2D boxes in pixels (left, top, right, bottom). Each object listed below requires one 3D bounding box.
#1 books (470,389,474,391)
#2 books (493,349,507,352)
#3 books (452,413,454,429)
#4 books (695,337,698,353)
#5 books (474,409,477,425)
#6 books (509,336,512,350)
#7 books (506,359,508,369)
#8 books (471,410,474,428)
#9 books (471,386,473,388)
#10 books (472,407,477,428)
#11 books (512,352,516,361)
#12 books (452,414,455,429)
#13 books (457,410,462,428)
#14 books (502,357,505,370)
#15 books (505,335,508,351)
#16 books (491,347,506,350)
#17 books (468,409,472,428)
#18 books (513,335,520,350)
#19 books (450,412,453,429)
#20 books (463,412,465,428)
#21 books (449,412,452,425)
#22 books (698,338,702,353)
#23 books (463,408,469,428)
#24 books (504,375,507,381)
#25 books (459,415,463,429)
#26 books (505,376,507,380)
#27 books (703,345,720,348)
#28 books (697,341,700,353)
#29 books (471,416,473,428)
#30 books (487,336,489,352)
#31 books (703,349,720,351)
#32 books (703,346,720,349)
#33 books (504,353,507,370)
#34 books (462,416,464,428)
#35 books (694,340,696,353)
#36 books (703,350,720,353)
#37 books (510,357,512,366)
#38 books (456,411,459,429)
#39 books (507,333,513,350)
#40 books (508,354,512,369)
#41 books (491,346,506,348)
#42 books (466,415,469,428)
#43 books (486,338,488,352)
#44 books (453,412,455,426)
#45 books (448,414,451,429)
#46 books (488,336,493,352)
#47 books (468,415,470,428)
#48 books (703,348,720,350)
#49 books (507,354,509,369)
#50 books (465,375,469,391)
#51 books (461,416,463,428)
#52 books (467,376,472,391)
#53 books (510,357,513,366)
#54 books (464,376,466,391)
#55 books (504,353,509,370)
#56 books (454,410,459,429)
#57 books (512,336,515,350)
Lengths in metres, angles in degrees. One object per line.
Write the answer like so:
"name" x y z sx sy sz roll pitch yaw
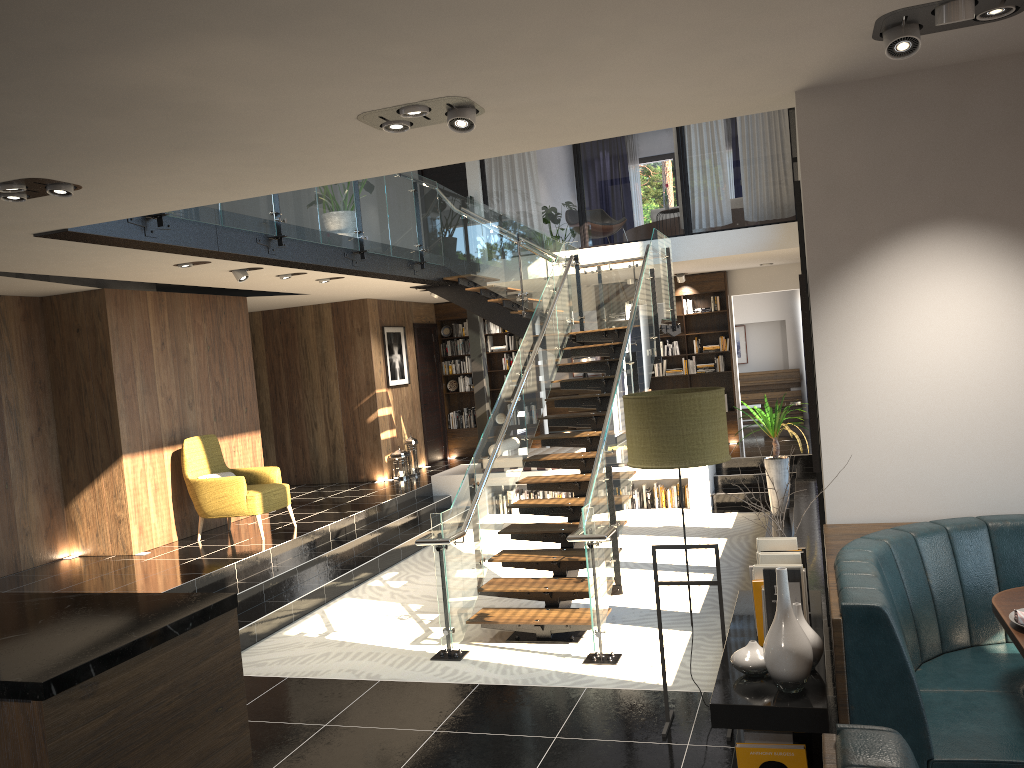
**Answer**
"books" -0.567 0.093 15.260 0.262 0.032 0.154 -4 2 21
"books" -0.193 -0.576 15.133 0.239 0.033 0.176 -5 2 16
"books" -0.994 0.633 15.457 0.030 0.283 0.170 -4 2 19
"books" 2.932 -0.616 14.062 0.023 0.261 0.145 -4 2 19
"books" -0.592 0.585 15.293 0.042 0.316 0.193 -4 2 19
"books" 0.006 -0.692 15.014 0.025 0.235 0.231 -4 2 19
"books" -0.053 -0.339 15.029 0.028 0.181 0.130 -4 2 19
"books" -0.642 0.595 15.310 0.027 0.304 0.204 -4 2 19
"books" -0.571 0.039 15.260 0.244 0.033 0.142 -5 2 15
"books" -0.630 0.568 15.280 0.019 0.357 0.234 -4 2 19
"books" 0.051 -0.398 14.988 0.020 0.281 0.152 -4 2 19
"books" -0.979 0.639 15.419 0.022 0.269 0.215 -4 2 19
"books" -0.906 0.615 15.421 0.020 0.304 0.189 -4 2 19
"books" -0.119 -0.350 15.071 0.033 0.211 0.132 -4 2 19
"books" -0.060 -0.702 15.050 0.023 0.265 0.218 -4 2 19
"books" -0.200 -0.607 15.120 0.266 0.030 0.209 -5 2 19
"books" -0.694 0.590 15.326 0.016 0.322 0.218 -4 2 19
"books" 0.079 -0.706 14.991 0.035 0.251 0.196 -4 2 19
"books" -1.020 0.636 15.447 0.014 0.282 0.232 -4 2 19
"books" -0.789 0.618 15.360 0.017 0.282 0.232 -4 2 19
"books" -1.032 0.633 15.484 0.032 0.288 0.179 -4 2 19
"books" 2.985 -0.612 14.061 0.025 0.243 0.119 -4 2 19
"books" -0.782 0.588 15.337 0.016 0.341 0.217 -4 2 19
"books" -0.088 -0.042 15.108 0.028 0.224 0.161 -4 2 19
"books" -0.858 0.656 15.380 0.021 0.217 0.220 -4 2 19
"books" -0.066 -0.034 15.071 0.036 0.206 0.215 -4 2 18
"books" 3.153 -0.597 14.006 0.246 0.021 0.148 -5 2 18
"books" 2.953 -0.585 14.040 0.026 0.196 0.147 -4 2 19
"books" -0.660 0.644 15.340 0.033 0.209 0.191 -4 2 19
"books" -0.383 -0.684 15.159 0.027 0.279 0.166 -4 2 19
"books" 3.156 -0.536 14.002 0.272 0.021 0.156 -5 2 17
"books" 3.150 -0.576 13.994 0.260 0.020 0.167 -5 2 16
"books" -0.097 -0.386 15.053 0.025 0.281 0.145 -4 2 19
"books" -0.804 0.648 15.379 0.026 0.222 0.209 -4 2 19
"books" 2.912 -0.594 14.073 0.024 0.219 0.174 -4 2 19
"books" 3.158 -0.515 14.001 0.266 0.021 0.156 -5 2 16
"books" 0.006 -0.354 15.015 0.026 0.200 0.154 -4 2 19
"books" -0.922 0.618 15.432 0.018 0.302 0.195 -4 2 18
"books" -0.032 -0.715 15.023 0.049 0.286 0.259 -4 2 19
"books" -0.026 -0.377 15.001 0.021 0.253 0.167 -4 2 19
"books" -0.199 -0.633 15.127 0.264 0.021 0.189 -5 2 17
"books" -0.741 0.643 15.368 0.034 0.223 0.208 -4 2 19
"books" -0.399 -0.665 15.193 0.028 0.242 0.194 -4 2 19
"books" -0.961 0.620 15.417 0.016 0.304 0.217 -4 2 19
"books" -1.063 0.649 15.488 0.032 0.262 0.194 -4 2 19
"books" -0.361 -0.685 15.157 0.016 0.278 0.209 -4 2 19
"books" -0.708 0.640 15.356 0.036 0.222 0.173 -4 2 19
"books" 3.153 -0.556 13.996 0.259 0.020 0.167 -5 2 17
"books" -0.039 -0.376 15.014 0.014 0.253 0.169 -4 2 19
"books" -0.766 -0.015 15.309 0.032 0.279 0.133 -4 3 19
"books" -0.826 0.658 15.398 0.029 0.207 0.166 -4 2 19
"books" -0.729 -0.005 15.317 0.030 0.253 0.138 -4 2 19
"books" 0.024 -0.352 14.978 0.032 0.195 0.182 -4 2 19
"books" -0.789 -0.006 15.326 0.024 0.265 0.147 -4 2 18
"books" -0.081 -0.382 15.030 0.019 0.272 0.175 -4 2 19
"books" -0.948 0.618 15.406 0.015 0.306 0.222 -4 2 19
"books" 0.046 -0.697 15.019 0.047 0.238 0.225 -4 2 19
